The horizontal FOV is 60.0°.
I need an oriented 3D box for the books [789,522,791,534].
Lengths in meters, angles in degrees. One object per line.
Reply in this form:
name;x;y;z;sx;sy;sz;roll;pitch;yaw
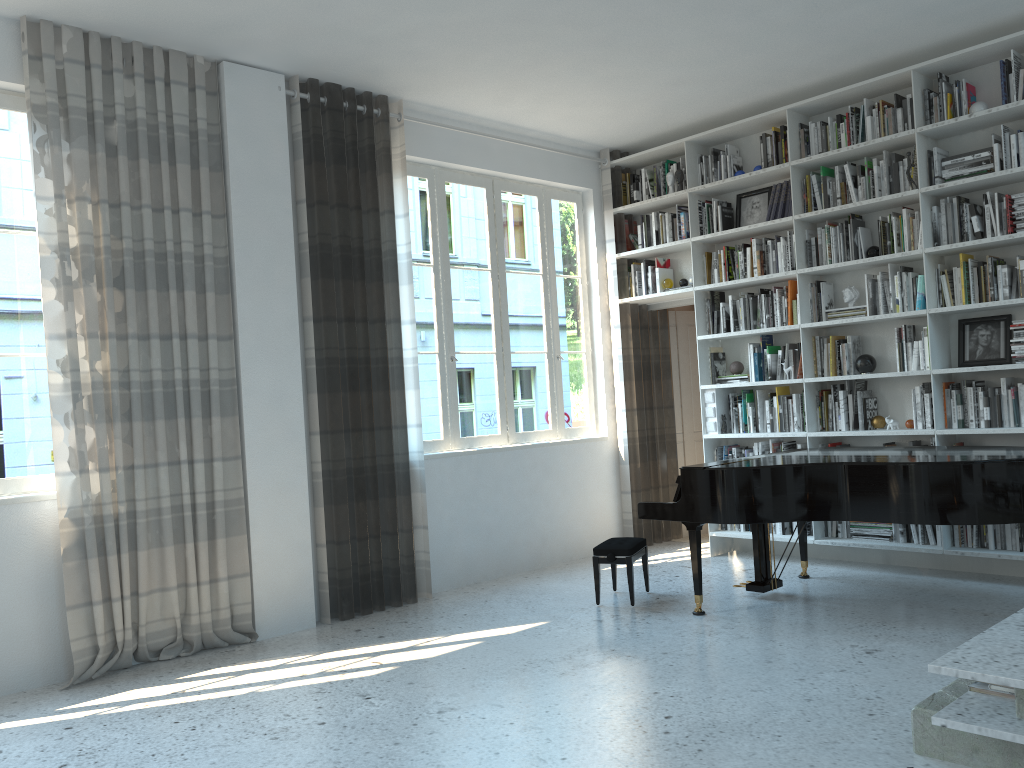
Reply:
books;2.008;0.905;6.319;0.130;0.310;0.013;-3;-1;-43

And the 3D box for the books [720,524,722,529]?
books;1.625;0.966;6.727;0.161;0.254;0.012;-3;-1;-43

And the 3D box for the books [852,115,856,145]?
books;2.300;-1.650;5.862;0.130;0.235;0.029;-3;-1;-43

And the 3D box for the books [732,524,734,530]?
books;1.694;0.963;6.645;0.143;0.246;0.024;-3;-1;-43

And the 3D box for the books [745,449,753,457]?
books;1.771;0.602;6.510;0.177;0.252;0.010;-3;-1;-43

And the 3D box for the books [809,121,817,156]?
books;2.095;-1.654;6.098;0.140;0.279;0.021;-3;-1;-43

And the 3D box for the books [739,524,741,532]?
books;1.728;0.952;6.578;0.174;0.261;0.013;-3;-1;-43

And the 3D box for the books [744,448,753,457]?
books;1.767;0.600;6.522;0.189;0.257;0.013;-3;-1;-43

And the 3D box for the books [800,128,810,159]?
books;2.044;-1.630;6.117;0.156;0.237;0.029;-3;-1;-43

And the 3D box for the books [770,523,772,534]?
books;1.909;0.934;6.393;0.159;0.266;0.025;-3;-1;-43

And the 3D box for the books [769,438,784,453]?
books;1.909;0.553;6.365;0.170;0.325;0.014;-3;-1;-43

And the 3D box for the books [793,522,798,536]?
books;2.043;0.928;6.259;0.179;0.256;0.027;-3;-1;-43

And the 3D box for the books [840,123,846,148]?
books;2.246;-1.629;5.916;0.152;0.201;0.030;-3;-1;-43

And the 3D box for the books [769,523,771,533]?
books;1.881;0.937;6.423;0.186;0.266;0.031;-3;-1;-43

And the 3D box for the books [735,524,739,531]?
books;1.712;0.972;6.614;0.154;0.226;0.022;-3;-1;-43

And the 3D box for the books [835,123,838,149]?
books;2.219;-1.633;5.959;0.150;0.216;0.012;-3;-1;-43

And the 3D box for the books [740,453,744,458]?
books;1.753;0.618;6.535;0.189;0.223;0.028;-3;-1;-43

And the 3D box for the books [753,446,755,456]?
books;1.821;0.588;6.503;0.146;0.273;0.013;-3;-1;-43

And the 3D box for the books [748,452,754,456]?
books;1.795;0.612;6.505;0.157;0.229;0.028;-3;-1;-43

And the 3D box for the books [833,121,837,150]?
books;2.212;-1.642;5.978;0.129;0.234;0.025;-3;-1;-43

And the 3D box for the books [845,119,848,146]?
books;2.261;-1.638;5.884;0.160;0.216;0.011;-3;-1;-43

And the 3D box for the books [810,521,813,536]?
books;2.134;0.921;6.181;0.155;0.256;0.065;-3;-1;-43

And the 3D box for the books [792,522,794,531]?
books;2.029;0.945;6.279;0.141;0.224;0.022;-3;-1;-43

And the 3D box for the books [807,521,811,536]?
books;2.089;0.900;6.194;0.165;0.303;0.012;-3;-1;-43

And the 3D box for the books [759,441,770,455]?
books;1.846;0.568;6.439;0.172;0.307;0.039;-3;-1;-43

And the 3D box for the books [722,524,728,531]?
books;1.636;0.996;6.676;0.176;0.190;0.029;-3;-1;-43

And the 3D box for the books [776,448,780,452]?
books;1.953;0.586;6.358;0.153;0.254;0.029;-3;-1;-43

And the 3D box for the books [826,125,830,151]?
books;2.173;-1.626;5.981;0.166;0.207;0.015;-3;-1;-43

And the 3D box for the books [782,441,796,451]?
books;1.979;0.560;6.308;0.172;0.301;0.013;-3;-1;-43

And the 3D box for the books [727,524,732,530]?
books;1.664;0.942;6.666;0.181;0.293;0.045;-3;-1;-43

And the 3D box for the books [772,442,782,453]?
books;1.924;0.567;6.361;0.176;0.295;0.012;-3;-1;-43

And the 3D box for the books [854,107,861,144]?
books;2.302;-1.671;5.837;0.164;0.276;0.013;-3;-1;-43

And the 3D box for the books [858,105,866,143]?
books;2.322;-1.672;5.812;0.172;0.273;0.052;-3;-1;-43

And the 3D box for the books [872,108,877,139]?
books;2.391;-1.658;5.760;0.134;0.236;0.026;-3;-1;-43

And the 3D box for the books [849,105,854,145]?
books;2.276;-1.680;5.869;0.151;0.299;0.010;-3;-1;-43

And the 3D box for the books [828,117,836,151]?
books;2.181;-1.655;5.974;0.160;0.264;0.010;-3;-1;-43

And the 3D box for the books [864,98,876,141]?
books;2.353;-1.695;5.797;0.166;0.315;0.014;-3;-1;-43

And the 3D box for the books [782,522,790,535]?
books;1.975;0.940;6.311;0.188;0.244;0.023;-3;-1;-43

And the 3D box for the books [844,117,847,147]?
books;2.257;-1.646;5.898;0.154;0.234;0.013;-3;-1;-43

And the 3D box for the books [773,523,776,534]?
books;1.926;0.957;6.375;0.190;0.218;0.021;-3;-1;-43

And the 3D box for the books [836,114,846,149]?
books;2.231;-1.660;5.944;0.151;0.268;0.028;-3;-1;-43

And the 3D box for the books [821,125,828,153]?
books;2.148;-1.624;5.988;0.178;0.208;0.029;-3;-1;-43

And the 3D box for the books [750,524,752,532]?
books;1.798;0.967;6.526;0.163;0.221;0.022;-3;-1;-43

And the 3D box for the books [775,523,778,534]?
books;1.943;0.962;6.357;0.171;0.206;0.028;-3;-1;-43

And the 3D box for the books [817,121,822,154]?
books;2.133;-1.644;6.028;0.170;0.251;0.023;-3;-1;-43

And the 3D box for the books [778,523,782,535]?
books;1.958;0.969;6.330;0.190;0.188;0.031;-2;-1;-43

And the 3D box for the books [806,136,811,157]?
books;2.075;-1.605;6.107;0.133;0.183;0.024;-3;-1;-43

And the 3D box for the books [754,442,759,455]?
books;1.829;0.574;6.484;0.142;0.299;0.027;-3;-1;-43

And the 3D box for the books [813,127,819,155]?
books;2.116;-1.627;6.042;0.181;0.220;0.023;-3;-1;-43

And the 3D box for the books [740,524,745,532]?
books;1.745;0.949;6.569;0.177;0.266;0.023;-3;-1;-43

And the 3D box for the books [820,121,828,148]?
books;2.142;-1.644;6.012;0.174;0.250;0.012;-3;-1;-43

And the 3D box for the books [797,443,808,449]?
books;2.061;0.560;6.237;0.130;0.288;0.025;-3;-1;-43

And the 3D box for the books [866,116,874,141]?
books;2.367;-1.634;5.775;0.181;0.190;0.031;-3;-1;-43

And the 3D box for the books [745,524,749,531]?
books;1.773;0.977;6.563;0.158;0.205;0.022;-3;-1;-43

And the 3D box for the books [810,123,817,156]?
books;2.099;-1.643;6.065;0.145;0.254;0.031;-3;-1;-43

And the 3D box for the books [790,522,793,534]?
books;2.022;0.952;6.304;0.137;0.214;0.024;-3;-1;-43

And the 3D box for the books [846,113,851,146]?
books;2.268;-1.656;5.875;0.183;0.251;0.013;-3;-1;-43

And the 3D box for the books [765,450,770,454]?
books;1.887;0.600;6.428;0.132;0.239;0.031;-3;-1;-43

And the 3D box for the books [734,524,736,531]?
books;1.702;0.926;6.631;0.157;0.318;0.011;-3;-1;-43
